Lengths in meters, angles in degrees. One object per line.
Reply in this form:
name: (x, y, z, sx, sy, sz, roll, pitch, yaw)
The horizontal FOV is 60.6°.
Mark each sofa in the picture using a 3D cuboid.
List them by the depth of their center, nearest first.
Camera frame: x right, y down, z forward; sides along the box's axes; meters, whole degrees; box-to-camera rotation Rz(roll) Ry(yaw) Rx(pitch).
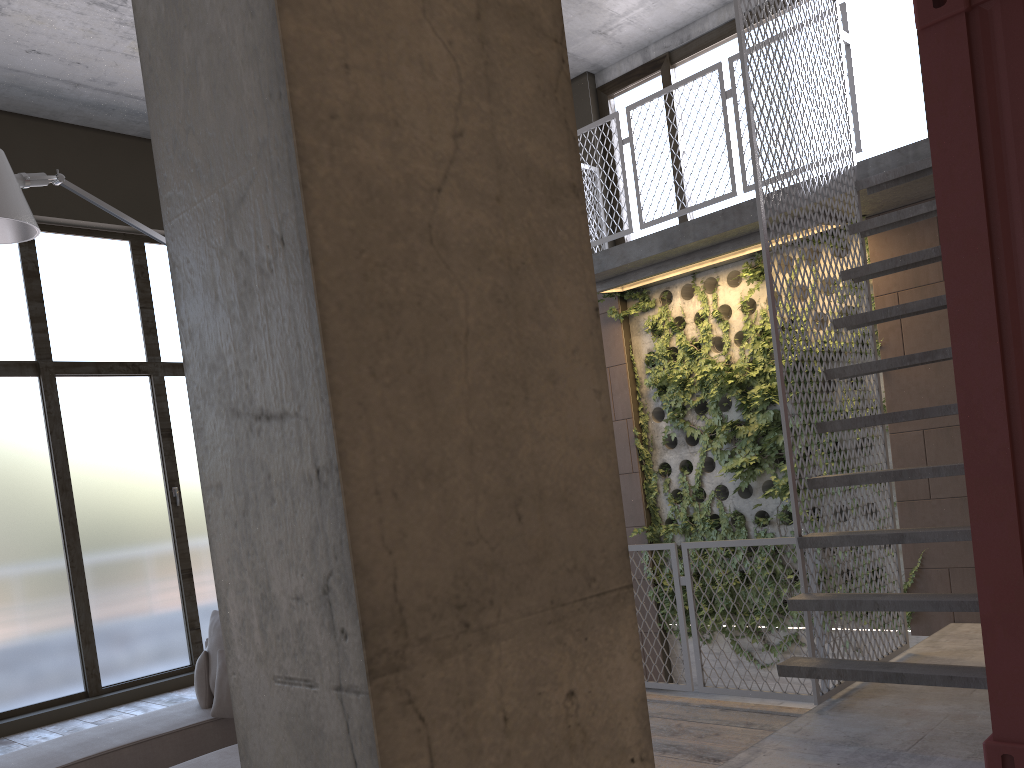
sofa: (-1.599, 1.726, 3.589, 3.033, 0.785, 2.989, -13, -8, 43)

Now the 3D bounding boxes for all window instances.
window: (-4.853, 0.684, 6.609, 0.211, 4.170, 9.137, -5, -2, 42)
window: (2.203, -2.146, 6.897, 3.607, 1.749, 0.109, -12, -1, 43)

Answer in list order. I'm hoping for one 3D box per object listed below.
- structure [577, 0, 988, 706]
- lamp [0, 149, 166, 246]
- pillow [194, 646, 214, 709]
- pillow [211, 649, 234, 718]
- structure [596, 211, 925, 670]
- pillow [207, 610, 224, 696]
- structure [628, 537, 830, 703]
structure: (1.532, -0.121, 5.958, 3.721, 4.319, 3.008, -9, -1, 44)
lamp: (-1.667, 0.586, 5.140, 0.761, 3.428, 2.607, -6, 0, 31)
pillow: (-1.798, 1.736, 5.176, 0.150, 0.376, 0.371, -8, -2, -14)
pillow: (-1.456, 1.619, 4.738, 0.378, 0.373, 0.168, -8, 1, 17)
structure: (1.950, 0.535, 7.194, 2.653, 3.825, 0.994, -8, 1, 43)
pillow: (-1.582, 1.559, 4.989, 0.219, 0.558, 0.569, -8, -1, -44)
structure: (0.776, 1.665, 7.063, 4.480, 0.933, 1.912, -13, -7, 43)
